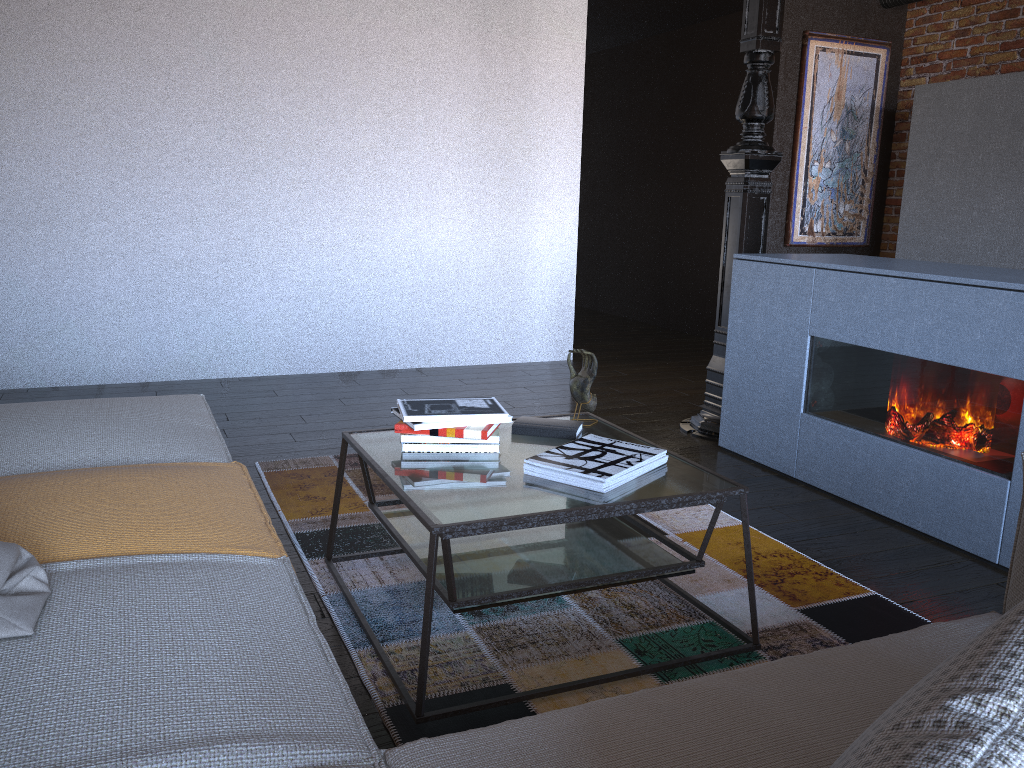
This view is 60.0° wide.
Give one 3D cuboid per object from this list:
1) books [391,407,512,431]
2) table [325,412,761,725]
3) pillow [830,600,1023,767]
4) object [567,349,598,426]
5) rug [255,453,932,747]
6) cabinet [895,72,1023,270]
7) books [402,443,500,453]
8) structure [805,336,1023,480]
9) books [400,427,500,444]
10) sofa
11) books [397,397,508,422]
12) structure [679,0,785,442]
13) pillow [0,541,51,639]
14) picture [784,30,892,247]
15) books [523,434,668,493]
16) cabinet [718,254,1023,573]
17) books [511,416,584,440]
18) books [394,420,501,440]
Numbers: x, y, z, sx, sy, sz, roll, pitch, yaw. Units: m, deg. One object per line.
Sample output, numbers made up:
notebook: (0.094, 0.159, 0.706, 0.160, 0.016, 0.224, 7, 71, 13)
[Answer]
books: (-0.159, 0.080, 2.317, 0.268, 0.014, 0.196, -4, 13, -25)
table: (0.033, 0.372, 2.246, 0.842, 0.389, 0.847, -4, 13, -23)
pillow: (0.307, 0.349, 0.667, 0.543, 0.402, 0.250, -9, 16, -41)
object: (0.199, 0.003, 2.547, 0.099, 0.223, 0.093, 5, 12, 15)
rug: (0.114, 0.498, 2.682, 1.431, 0.013, 2.361, -4, 13, -23)
cabinet: (3.667, -0.599, 4.031, 0.713, 1.811, 4.169, -4, 13, -23)
books: (-0.161, 0.140, 2.333, 0.247, 0.024, 0.208, 1, 12, -4)
structure: (1.446, 0.071, 3.025, 0.332, 0.395, 0.942, -4, 13, -23)
books: (-0.162, 0.118, 2.328, 0.251, 0.023, 0.208, 1, 12, -4)
sofa: (-0.269, 0.363, 1.709, 2.536, 0.698, 3.297, -4, 13, -24)
books: (-0.158, 0.065, 2.313, 0.268, 0.014, 0.196, -1, 12, -12)
structure: (-1.881, -0.477, 1.245, 8.509, 2.397, 0.481, -9, 16, -42)
pillow: (-0.883, 0.230, 1.275, 0.485, 0.314, 0.358, 6, 13, 18)
picture: (2.346, -1.733, 6.401, 0.780, 1.472, 0.067, -4, 13, -23)
books: (0.206, 0.187, 2.137, 0.225, 0.038, 0.308, 10, 14, 35)
cabinet: (1.777, 0.146, 2.570, 0.607, 0.845, 2.957, -4, 13, -23)
books: (0.101, 0.118, 2.462, 0.182, 0.029, 0.129, 4, 12, 13)
books: (-0.160, 0.102, 2.300, 0.239, 0.023, 0.190, 4, 12, 10)
